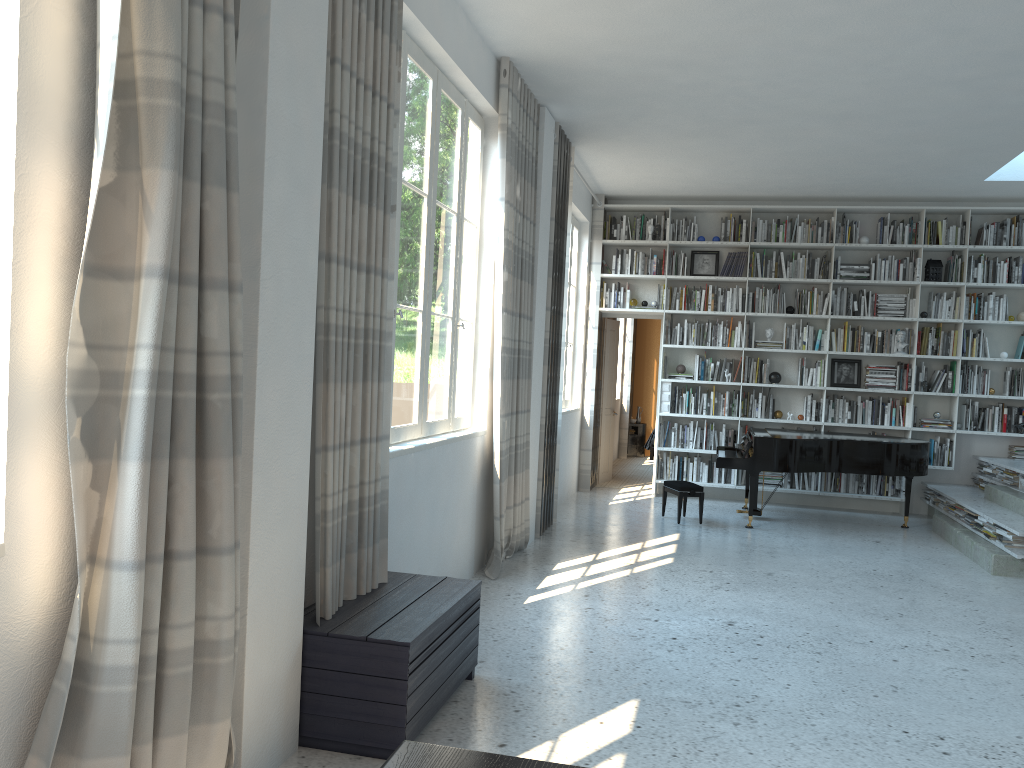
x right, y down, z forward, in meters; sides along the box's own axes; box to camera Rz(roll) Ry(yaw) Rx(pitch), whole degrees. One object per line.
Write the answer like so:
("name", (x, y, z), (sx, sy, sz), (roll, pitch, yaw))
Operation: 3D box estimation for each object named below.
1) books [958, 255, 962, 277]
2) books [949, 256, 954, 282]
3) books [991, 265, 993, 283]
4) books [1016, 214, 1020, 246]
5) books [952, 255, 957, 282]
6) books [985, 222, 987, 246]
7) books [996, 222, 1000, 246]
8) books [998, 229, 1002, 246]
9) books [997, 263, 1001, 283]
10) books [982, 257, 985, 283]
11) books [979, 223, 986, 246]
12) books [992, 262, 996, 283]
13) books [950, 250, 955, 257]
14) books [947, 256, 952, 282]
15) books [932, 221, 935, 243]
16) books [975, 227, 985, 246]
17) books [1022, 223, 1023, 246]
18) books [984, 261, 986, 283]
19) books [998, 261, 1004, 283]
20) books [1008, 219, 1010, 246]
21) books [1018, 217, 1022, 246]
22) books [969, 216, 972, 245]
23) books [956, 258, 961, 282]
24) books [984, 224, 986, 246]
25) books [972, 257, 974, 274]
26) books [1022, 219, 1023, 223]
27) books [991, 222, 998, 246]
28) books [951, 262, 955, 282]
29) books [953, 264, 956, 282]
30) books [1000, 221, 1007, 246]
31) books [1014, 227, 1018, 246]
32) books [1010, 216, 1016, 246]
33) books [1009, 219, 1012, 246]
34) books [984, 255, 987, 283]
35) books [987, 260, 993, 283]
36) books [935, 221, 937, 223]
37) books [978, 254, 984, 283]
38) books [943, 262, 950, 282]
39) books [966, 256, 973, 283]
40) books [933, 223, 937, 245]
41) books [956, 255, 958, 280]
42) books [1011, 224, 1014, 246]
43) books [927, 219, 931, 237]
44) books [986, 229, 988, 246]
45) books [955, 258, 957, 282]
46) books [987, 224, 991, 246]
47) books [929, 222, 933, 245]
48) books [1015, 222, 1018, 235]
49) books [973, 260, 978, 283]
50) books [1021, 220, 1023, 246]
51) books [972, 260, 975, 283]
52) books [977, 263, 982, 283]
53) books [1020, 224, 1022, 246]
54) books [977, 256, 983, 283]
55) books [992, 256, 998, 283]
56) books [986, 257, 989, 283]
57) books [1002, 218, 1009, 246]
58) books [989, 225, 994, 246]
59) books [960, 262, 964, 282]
("books", (4.539, -1.155, 9.003), (0.005, 0.292, 0.130), (3, 2, 13))
("books", (4.443, -1.150, 9.002), (0.022, 0.272, 0.181), (3, 2, 13))
("books", (4.816, -1.100, 8.937), (0.014, 0.215, 0.132), (3, 2, 13))
("books", (5.031, -1.514, 8.863), (0.007, 0.329, 0.183), (3, 2, 13))
("books", (4.465, -1.156, 8.990), (0.021, 0.288, 0.179), (3, 2, 13))
("books", (4.757, -1.491, 8.944), (0.012, 0.255, 0.133), (3, 2, 13))
("books", (4.860, -1.486, 8.913), (0.021, 0.256, 0.168), (3, 2, 13))
("books", (4.887, -1.452, 8.925), (0.031, 0.190, 0.132), (3, 2, 13))
("books", (4.874, -1.098, 8.922), (0.025, 0.216, 0.144), (3, 2, 13))
("books", (4.734, -1.131, 8.939), (0.010, 0.269, 0.166), (3, 2, 13))
("books", (4.732, -1.487, 8.931), (0.009, 0.244, 0.173), (3, 2, 13))
("books", (4.838, -1.104, 8.936), (0.028, 0.223, 0.142), (3, 2, 13))
("books", (4.456, -1.183, 9.014), (0.025, 0.339, 0.142), (3, 2, 13))
("books", (4.424, -1.151, 8.993), (0.021, 0.272, 0.190), (3, 2, 13))
("books", (4.285, -1.520, 9.044), (0.008, 0.262, 0.142), (3, 2, 13))
("books", (4.703, -1.468, 8.932), (0.046, 0.206, 0.183), (3, 2, 13))
("books", (5.086, -1.472, 8.858), (0.024, 0.252, 0.149), (3, 2, 13))
("books", (4.746, -1.114, 8.946), (0.012, 0.236, 0.165), (3, 2, 13))
("books", (4.895, -1.107, 8.905), (0.023, 0.237, 0.149), (3, 2, 13))
("books", (4.963, -1.501, 8.900), (0.017, 0.295, 0.139), (3, 2, 13))
("books", (5.037, -1.498, 8.845), (0.015, 0.299, 0.183), (3, 2, 13))
("books", (4.606, -1.523, 8.949), (0.019, 0.304, 0.176), (3, 2, 13))
("books", (4.506, -1.134, 8.976), (0.013, 0.248, 0.186), (3, 2, 13))
("books", (4.744, -1.486, 8.938), (0.011, 0.244, 0.172), (3, 2, 13))
("books", (4.642, -1.142, 8.981), (0.011, 0.280, 0.133), (3, 2, 13))
("books", (5.101, -1.499, 8.845), (0.008, 0.307, 0.182), (3, 2, 13))
("books", (4.834, -1.487, 8.916), (0.030, 0.255, 0.161), (3, 2, 13))
("books", (4.458, -1.122, 9.015), (0.024, 0.217, 0.168), (3, 2, 13))
("books", (4.480, -1.117, 9.007), (0.013, 0.211, 0.140), (3, 2, 13))
("books", (4.908, -1.484, 8.877), (0.028, 0.258, 0.184), (3, 2, 13))
("books", (5.005, -1.450, 8.856), (0.018, 0.201, 0.188), (3, 2, 13))
("books", (5.000, -1.507, 8.872), (0.006, 0.312, 0.179), (3, 2, 13))
("books", (4.978, -1.495, 8.891), (0.007, 0.285, 0.159), (3, 2, 13))
("books", (4.763, -1.144, 8.948), (0.021, 0.296, 0.138), (3, 2, 13))
("books", (4.793, -1.114, 8.924), (0.027, 0.241, 0.160), (3, 2, 13))
("books", (4.310, -1.520, 9.056), (0.007, 0.264, 0.133), (3, 2, 13))
("books", (4.723, -1.151, 8.942), (0.014, 0.307, 0.152), (3, 2, 13))
("books", (4.423, -1.122, 9.027), (0.019, 0.214, 0.156), (3, 2, 13))
("books", (4.627, -1.145, 8.964), (0.012, 0.285, 0.159), (3, 2, 13))
("books", (4.291, -1.505, 9.025), (0.015, 0.234, 0.171), (3, 2, 13))
("books", (4.504, -1.156, 9.019), (0.013, 0.289, 0.131), (3, 2, 13))
("books", (4.985, -1.467, 8.871), (0.018, 0.231, 0.160), (3, 2, 13))
("books", (4.245, -1.531, 9.055), (0.007, 0.279, 0.150), (3, 2, 13))
("books", (4.764, -1.455, 8.933), (0.009, 0.183, 0.160), (3, 2, 13))
("books", (4.488, -1.139, 8.995), (0.005, 0.255, 0.158), (3, 2, 13))
("books", (4.773, -1.477, 8.918), (0.013, 0.229, 0.174), (3, 2, 13))
("books", (4.262, -1.520, 9.041), (0.034, 0.261, 0.157), (3, 2, 13))
("books", (5.022, -1.475, 8.867), (0.008, 0.251, 0.170), (3, 2, 13))
("books", (4.668, -1.122, 8.963), (0.026, 0.243, 0.148), (3, 2, 13))
("books", (5.071, -1.484, 8.862), (0.008, 0.275, 0.163), (3, 2, 13))
("books", (4.651, -1.121, 8.973), (0.012, 0.240, 0.138), (3, 2, 13))
("books", (4.688, -1.103, 8.940), (0.026, 0.208, 0.181), (3, 2, 13))
("books", (5.062, -1.488, 8.868), (0.012, 0.280, 0.144), (3, 2, 13))
("books", (4.712, -1.140, 8.951), (0.011, 0.283, 0.173), (3, 2, 13))
("books", (4.858, -1.133, 8.927), (0.013, 0.284, 0.154), (3, 2, 13))
("books", (4.780, -1.133, 8.951), (0.012, 0.277, 0.133), (3, 2, 13))
("books", (4.940, -1.500, 8.893), (0.024, 0.292, 0.167), (3, 2, 13))
("books", (4.805, -1.474, 8.924), (0.028, 0.226, 0.163), (3, 2, 13))
("books", (4.536, -1.115, 8.970), (0.008, 0.214, 0.223), (3, 2, 13))
